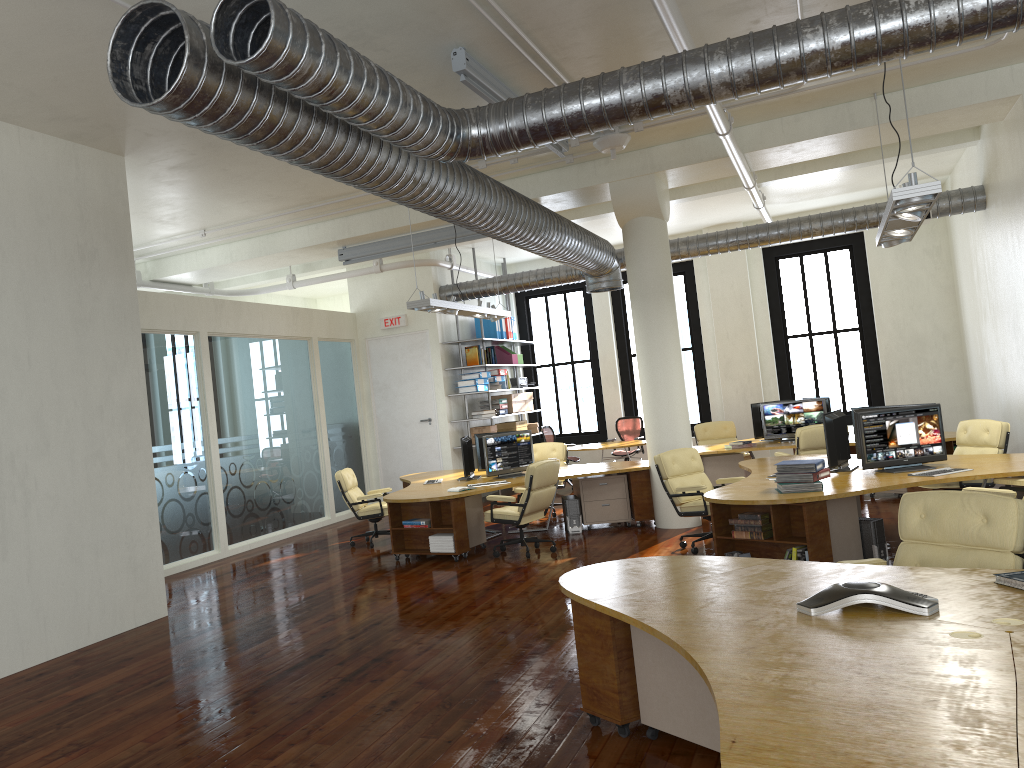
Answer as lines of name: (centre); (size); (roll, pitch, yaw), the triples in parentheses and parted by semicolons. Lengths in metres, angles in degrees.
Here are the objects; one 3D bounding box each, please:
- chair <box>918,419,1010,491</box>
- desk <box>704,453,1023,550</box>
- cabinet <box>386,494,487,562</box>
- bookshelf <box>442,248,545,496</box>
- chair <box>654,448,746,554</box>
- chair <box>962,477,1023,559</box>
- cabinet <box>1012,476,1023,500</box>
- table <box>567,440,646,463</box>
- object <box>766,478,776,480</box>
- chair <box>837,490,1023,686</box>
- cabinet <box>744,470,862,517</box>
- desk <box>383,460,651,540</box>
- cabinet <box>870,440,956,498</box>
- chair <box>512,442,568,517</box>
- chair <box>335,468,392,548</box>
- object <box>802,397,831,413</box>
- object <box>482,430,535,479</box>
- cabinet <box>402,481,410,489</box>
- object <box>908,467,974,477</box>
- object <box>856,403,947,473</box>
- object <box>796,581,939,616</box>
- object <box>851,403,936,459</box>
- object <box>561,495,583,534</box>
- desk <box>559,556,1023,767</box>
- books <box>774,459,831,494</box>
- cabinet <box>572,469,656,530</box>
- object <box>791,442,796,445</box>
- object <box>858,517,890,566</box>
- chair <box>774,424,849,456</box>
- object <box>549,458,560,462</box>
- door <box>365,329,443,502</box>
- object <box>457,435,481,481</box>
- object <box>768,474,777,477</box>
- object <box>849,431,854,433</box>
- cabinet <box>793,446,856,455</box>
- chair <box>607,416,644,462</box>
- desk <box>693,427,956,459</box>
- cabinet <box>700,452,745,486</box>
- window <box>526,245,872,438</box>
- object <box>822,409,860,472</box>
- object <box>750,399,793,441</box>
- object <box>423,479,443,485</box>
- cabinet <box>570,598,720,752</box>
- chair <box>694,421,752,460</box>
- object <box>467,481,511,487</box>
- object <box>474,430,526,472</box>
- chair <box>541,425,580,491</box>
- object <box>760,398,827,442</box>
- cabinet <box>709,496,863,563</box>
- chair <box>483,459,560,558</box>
chair: (4.568, 0.897, 9.071); (0.772, 1.022, 0.726); (-6, -2, -6)
desk: (3.361, 1.152, 8.539); (3.858, 0.734, 3.538); (-6, -1, -5)
cabinet: (-0.822, 1.625, 10.299); (0.968, 0.709, 0.808); (-7, -2, 31)
bookshelf: (-0.232, -0.137, 16.453); (0.707, 4.606, 3.331); (-7, -2, 20)
chair: (1.977, 1.162, 9.008); (0.652, 1.022, 0.852); (-5, -2, -37)
chair: (3.890, 0.933, 6.815); (0.648, 1.022, 0.856); (-5, -2, -42)
cabinet: (4.814, 1.005, 7.426); (0.961, 0.709, 0.816); (-7, -1, 24)
table: (1.696, 1.424, 15.395); (1.341, 0.745, 1.624); (-5, -1, -40)
object: (2.396, 0.869, 8.134); (0.116, 0.015, 0.128); (-6, -1, 11)
chair: (2.101, 1.082, 4.461); (0.724, 1.022, 0.769); (-5, -2, -26)
cabinet: (3.170, 1.205, 9.582); (0.876, 0.709, 0.901); (-6, -1, -6)
desk: (-0.388, 1.584, 11.790); (3.599, 0.734, 3.772); (-5, -1, -28)
cabinet: (5.008, 1.039, 11.050); (0.813, 0.709, 0.964); (-5, -1, -32)
chair: (0.408, 1.378, 12.789); (0.785, 1.022, 0.707); (-7, -2, 34)
chair: (-1.860, 1.594, 11.655); (0.812, 1.022, 0.689); (-6, -2, 9)
object: (4.317, 0.465, 12.507); (0.290, 0.552, 0.808); (-6, -1, -6)
object: (-0.027, 0.890, 11.151); (0.736, 0.552, 0.318); (-5, -2, -35)
cabinet: (-0.963, 1.676, 12.756); (0.817, 0.709, 0.959); (-5, -1, -29)
object: (3.584, 0.736, 7.418); (0.443, 0.016, 0.245); (-5, -1, -24)
object: (3.451, 0.485, 7.836); (0.789, 0.552, 0.297); (-6, -2, -7)
object: (1.455, 0.860, 3.671); (0.554, 0.093, 0.403); (-6, -1, 20)
object: (3.618, 0.476, 8.360); (0.267, 0.552, 0.877); (-5, -2, -34)
object: (0.751, 1.625, 11.096); (0.183, 0.411, 0.472); (-6, -1, 0)
desk: (2.179, 1.193, 3.059); (3.544, 0.734, 3.850); (-6, -1, 0)
books: (2.341, 0.756, 7.278); (0.455, 0.227, 0.416); (-7, -1, 35)
cabinet: (1.283, 1.423, 11.231); (0.903, 0.709, 0.873); (-6, -1, 1)
object: (3.938, 0.761, 11.610); (0.521, 0.016, 0.208); (-6, -1, 35)
object: (2.905, 1.353, 7.555); (0.164, 0.411, 0.524); (-5, -2, -38)
chair: (3.779, 1.008, 11.143); (0.708, 1.022, 0.791); (-6, -2, -7)
object: (0.560, 1.054, 11.817); (0.133, 0.131, 0.116); (-5, -2, -25)
door: (-1.849, 0.638, 15.380); (1.340, 3.032, 0.088); (-7, -2, 27)
object: (-0.591, 0.953, 11.519); (0.300, 0.552, 0.781); (-6, -1, 5)
object: (2.635, 0.848, 8.452); (0.252, 0.016, 0.429); (-7, -1, 38)
object: (4.919, 0.672, 12.415); (0.233, 0.016, 0.467); (-6, -1, 0)
cabinet: (4.754, 1.101, 13.519); (0.964, 0.709, 0.811); (-7, -1, 29)
chair: (2.130, 1.184, 16.153); (0.793, 1.159, 0.690); (-7, -2, 33)
desk: (4.313, 1.115, 12.672); (4.240, 0.734, 3.194); (-6, -1, 30)
cabinet: (2.713, 1.295, 12.485); (0.895, 0.709, 0.881); (-6, -1, -1)
window: (3.572, 0.099, 0.164); (75.208, 14.089, 45.209); (-6, -1, 9)
object: (3.053, 0.534, 8.378); (0.319, 0.552, 0.733); (-7, -2, 32)
object: (3.781, 0.524, 12.805); (0.753, 0.552, 0.311); (-5, -2, -23)
object: (-1.026, 1.268, 11.533); (0.233, 0.016, 0.467); (-6, -1, 0)
cabinet: (0.951, 1.357, 4.406); (0.814, 0.709, 0.963); (-5, -1, -31)
chair: (3.297, 1.096, 13.794); (0.721, 1.022, 0.778); (-6, -2, -2)
object: (-0.272, 1.175, 10.420); (0.464, 0.016, 0.235); (-6, -1, -8)
object: (-0.118, 0.908, 11.741); (0.886, 0.552, 0.264); (-7, -2, 35)
chair: (0.941, 1.302, 15.898); (0.827, 1.159, 0.663); (-7, -2, 28)
object: (3.885, 0.505, 12.189); (0.866, 0.552, 0.270); (-6, -2, 22)
cabinet: (2.343, 1.259, 7.441); (0.809, 0.709, 0.967); (-5, -2, -36)
chair: (0.113, 1.364, 9.820); (0.855, 1.022, 0.650); (-7, -2, 34)
